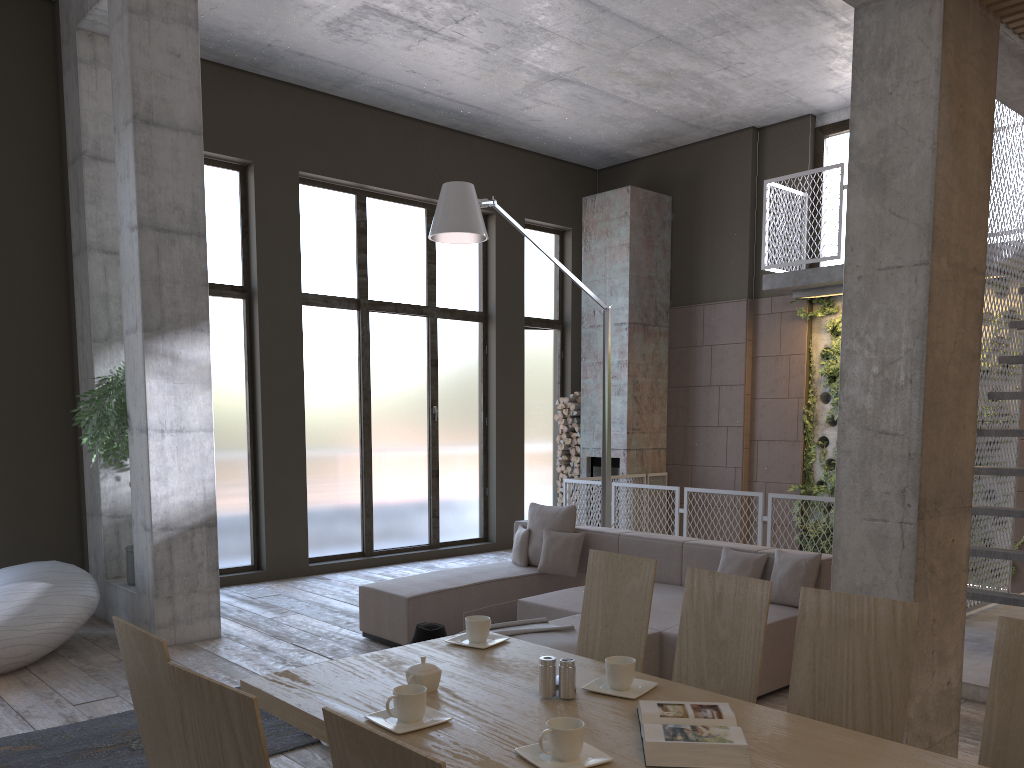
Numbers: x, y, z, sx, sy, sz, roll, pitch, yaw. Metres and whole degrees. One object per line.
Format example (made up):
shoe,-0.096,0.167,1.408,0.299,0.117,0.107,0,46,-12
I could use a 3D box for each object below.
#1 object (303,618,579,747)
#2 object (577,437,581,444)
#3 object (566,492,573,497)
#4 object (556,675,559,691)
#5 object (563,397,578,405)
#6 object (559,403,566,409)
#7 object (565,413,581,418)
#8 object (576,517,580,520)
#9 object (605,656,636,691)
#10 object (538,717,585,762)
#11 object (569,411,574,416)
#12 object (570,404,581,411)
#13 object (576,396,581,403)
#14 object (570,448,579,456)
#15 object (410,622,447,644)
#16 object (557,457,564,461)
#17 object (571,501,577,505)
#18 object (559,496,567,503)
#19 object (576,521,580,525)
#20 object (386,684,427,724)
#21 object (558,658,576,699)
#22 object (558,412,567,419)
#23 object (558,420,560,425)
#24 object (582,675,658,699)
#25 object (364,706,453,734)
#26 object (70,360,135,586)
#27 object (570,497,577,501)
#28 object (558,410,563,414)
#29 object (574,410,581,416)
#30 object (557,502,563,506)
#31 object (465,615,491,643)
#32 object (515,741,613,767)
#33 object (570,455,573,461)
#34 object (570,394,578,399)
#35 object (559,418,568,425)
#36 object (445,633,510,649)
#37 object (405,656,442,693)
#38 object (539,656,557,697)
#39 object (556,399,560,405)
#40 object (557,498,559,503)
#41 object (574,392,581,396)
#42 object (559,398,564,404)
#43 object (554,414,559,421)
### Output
object,-0.299,1.627,4.793,1.595,0.508,1.039,1,-1,-24
object,1.057,0.763,11.800,0.436,0.093,0.091,2,0,-43
object,0.907,1.503,11.995,0.434,0.080,0.114,2,-1,-43
object,0.142,0.899,2.642,0.051,0.046,0.050,-1,2,-24
object,0.828,0.234,11.827,0.291,0.104,0.103,1,1,-43
object,0.829,0.305,11.899,0.434,0.080,0.112,2,-1,-43
object,0.906,0.435,11.881,0.434,0.080,0.114,2,-1,-43
object,0.966,1.809,11.835,0.250,0.048,0.062,2,-1,-43
object,0.331,0.886,2.690,0.093,0.089,0.116,0,1,2
object,0.125,0.866,2.118,0.093,0.089,0.116,1,1,22
object,0.939,0.393,11.821,0.421,0.067,0.067,2,0,-43
object,0.961,0.311,11.779,0.436,0.094,0.093,2,0,-43
object,1.004,0.215,11.831,0.293,0.109,0.099,1,1,-41
object,0.917,0.909,11.850,0.293,0.108,0.098,1,1,-43
object,-0.435,1.354,4.662,0.301,0.171,0.297,0,0,35
object,0.785,1.030,12.084,0.362,0.068,0.121,2,-1,-43
object,0.917,1.630,11.927,0.293,0.108,0.098,1,1,-43
object,0.845,1.578,12.036,0.478,0.084,0.093,2,0,-43
object,0.961,1.885,11.849,0.291,0.104,0.100,1,1,-43
object,-0.281,0.876,2.384,0.093,0.089,0.116,0,1,12
object,0.163,0.865,2.579,0.052,0.111,0.052,0,5,3
object,0.817,0.433,11.934,0.454,0.090,0.090,2,0,-43
object,0.794,0.523,11.980,0.421,0.068,0.067,2,0,-43
object,0.331,0.928,2.681,0.185,0.014,0.184,-2,-3,34
object,-0.283,0.916,2.397,0.185,0.014,0.184,2,-3,-39
object,-3.044,0.702,7.099,0.999,1.885,0.957,1,5,14
object,0.936,1.555,11.944,0.331,0.057,0.088,2,-1,-41
object,0.791,0.392,11.989,0.424,0.087,0.066,2,1,-44
object,0.993,0.390,11.762,0.421,0.068,0.066,2,0,-43
object,0.817,1.662,12.114,0.454,0.090,0.090,2,0,-40
object,-0.126,0.909,3.253,0.093,0.089,0.116,0,1,2
object,0.125,0.905,2.131,0.185,0.014,0.184,1,-3,-29
object,0.955,0.997,11.966,0.362,0.087,0.101,2,0,-41
object,0.920,0.175,11.836,0.358,0.074,0.065,2,0,-44
object,0.843,0.510,11.922,0.478,0.084,0.093,2,0,-43
object,-0.126,0.951,3.244,0.185,0.014,0.184,-2,-3,34
object,-0.269,0.881,2.662,0.089,0.113,0.122,2,3,39
object,0.106,0.864,2.592,0.052,0.113,0.052,0,5,3
object,0.765,0.249,11.978,0.422,0.069,0.067,2,0,-43
object,0.795,1.591,12.094,0.421,0.068,0.067,2,0,-43
object,0.980,0.136,11.804,0.331,0.056,0.087,2,-1,-43
object,0.829,0.233,11.950,0.454,0.091,0.090,2,0,-44
object,0.761,0.460,12.004,0.436,0.093,0.091,2,0,-43
